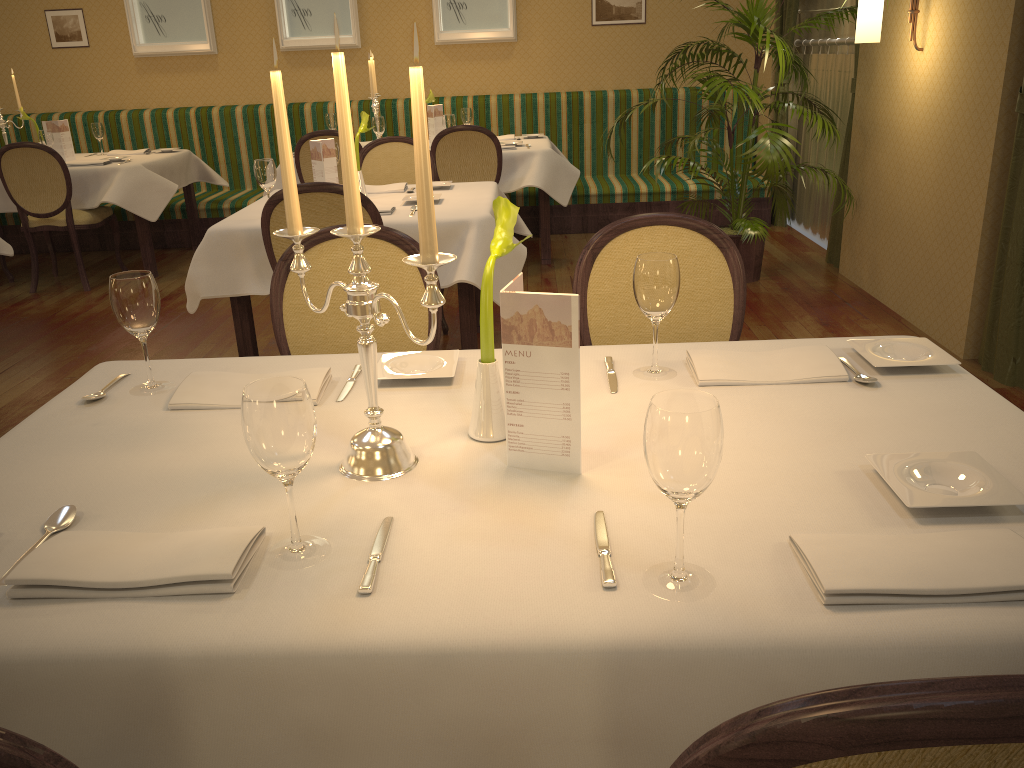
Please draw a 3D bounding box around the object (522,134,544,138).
[{"bbox_3d":[0.152,-1.805,6.469,0.160,0.024,0.160,-2,20,2],"label":"object"}]

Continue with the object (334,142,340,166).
[{"bbox_3d":[-0.845,-1.013,4.164,0.088,0.229,0.088,-19,26,-37],"label":"object"}]

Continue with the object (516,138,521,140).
[{"bbox_3d":[0.049,-1.782,6.430,0.038,0.015,0.181,-1,20,3],"label":"object"}]

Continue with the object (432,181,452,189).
[{"bbox_3d":[-0.367,-0.938,4.205,0.160,0.024,0.160,-2,20,2],"label":"object"}]

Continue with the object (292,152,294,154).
[{"bbox_3d":[-1.381,-1.525,5.889,0.160,0.024,0.160,-2,20,2],"label":"object"}]

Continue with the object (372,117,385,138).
[{"bbox_3d":[-0.875,-1.644,5.856,0.088,0.229,0.088,-19,26,-37],"label":"object"}]

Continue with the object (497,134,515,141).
[{"bbox_3d":[-0.117,-1.789,6.446,0.273,0.033,0.142,-2,20,2],"label":"object"}]

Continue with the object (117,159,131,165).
[{"bbox_3d":[-2.592,-1.482,5.920,0.038,0.015,0.181,-1,20,3],"label":"object"}]

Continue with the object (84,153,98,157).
[{"bbox_3d":[-3.103,-1.687,6.532,0.017,0.010,0.185,-1,20,3],"label":"object"}]

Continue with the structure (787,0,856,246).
[{"bbox_3d":[2.108,-3.128,5.535,0.123,4.511,1.942,-2,20,2],"label":"structure"}]

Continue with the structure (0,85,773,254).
[{"bbox_3d":[-5.252,-1.615,7.294,14.516,1.031,0.850,-2,20,2],"label":"structure"}]

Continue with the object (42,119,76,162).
[{"bbox_3d":[-3.131,-1.683,6.148,0.166,0.277,0.081,-17,25,-34],"label":"object"}]

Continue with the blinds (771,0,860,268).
[{"bbox_3d":[1.993,-3.136,5.532,0.225,4.537,1.934,-2,20,1],"label":"blinds"}]

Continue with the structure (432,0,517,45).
[{"bbox_3d":[-0.351,-4.175,6.708,0.670,2.985,0.200,-2,20,2],"label":"structure"}]

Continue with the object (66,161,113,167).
[{"bbox_3d":[-2.811,-1.459,5.874,0.273,0.024,0.142,-2,20,2],"label":"object"}]

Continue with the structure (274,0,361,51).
[{"bbox_3d":[-1.619,-4.135,6.741,0.661,2.985,0.200,-2,20,2],"label":"structure"}]

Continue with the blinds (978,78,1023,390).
[{"bbox_3d":[1.934,-1.906,2.247,0.129,4.537,1.878,-2,20,2],"label":"blinds"}]

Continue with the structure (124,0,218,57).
[{"bbox_3d":[-2.814,-4.097,6.773,0.687,2.985,0.200,-2,20,2],"label":"structure"}]

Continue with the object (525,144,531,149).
[{"bbox_3d":[0.105,-1.567,5.848,0.038,0.015,0.181,-1,20,3],"label":"object"}]

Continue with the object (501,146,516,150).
[{"bbox_3d":[-0.114,-1.544,5.803,0.273,0.024,0.142,-2,20,2],"label":"object"}]

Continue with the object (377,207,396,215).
[{"bbox_3d":[-0.619,-0.705,3.614,0.273,0.024,0.142,-2,20,2],"label":"object"}]

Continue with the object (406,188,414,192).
[{"bbox_3d":[-0.470,-0.915,4.166,0.038,0.015,0.181,-1,20,3],"label":"object"}]

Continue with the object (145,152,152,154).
[{"bbox_3d":[-2.648,-1.697,6.502,0.038,0.015,0.181,-1,20,3],"label":"object"}]

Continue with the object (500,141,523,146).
[{"bbox_3d":[-0.006,-1.615,5.976,0.160,0.024,0.160,-2,20,2],"label":"object"}]

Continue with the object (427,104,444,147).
[{"bbox_3d":[-0.536,-1.770,6.091,0.081,0.277,0.166,4,21,17],"label":"object"}]

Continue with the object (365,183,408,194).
[{"bbox_3d":[-0.636,-0.921,4.183,0.273,0.033,0.142,-2,20,2],"label":"object"}]

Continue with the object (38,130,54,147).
[{"bbox_3d":[-3.096,-1.577,5.924,0.088,0.229,0.088,-19,26,-37],"label":"object"}]

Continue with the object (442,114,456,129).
[{"bbox_3d":[-0.405,-1.635,5.779,0.088,0.229,0.088,-19,26,-37],"label":"object"}]

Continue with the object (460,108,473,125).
[{"bbox_3d":[-0.326,-1.880,6.427,0.088,0.229,0.088,-19,26,-37],"label":"object"}]

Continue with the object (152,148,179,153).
[{"bbox_3d":[-2.545,-1.720,6.540,0.160,0.024,0.160,-2,20,2],"label":"object"}]

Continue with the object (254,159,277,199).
[{"bbox_3d":[-0.984,-0.786,3.572,0.088,0.229,0.088,-19,26,-37],"label":"object"}]

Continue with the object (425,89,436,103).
[{"bbox_3d":[-0.609,-1.857,6.187,0.163,0.375,0.076,-6,21,-11],"label":"object"}]

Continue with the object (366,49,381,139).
[{"bbox_3d":[-0.945,-1.959,6.109,0.131,0.655,0.390,0,21,7],"label":"object"}]

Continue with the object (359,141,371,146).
[{"bbox_3d":[-1.087,-1.745,6.438,0.273,0.033,0.142,-2,20,2],"label":"object"}]

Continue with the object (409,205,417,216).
[{"bbox_3d":[-0.400,-0.700,3.584,0.038,0.015,0.181,-1,20,3],"label":"object"}]

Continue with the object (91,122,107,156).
[{"bbox_3d":[-3.023,-1.795,6.499,0.088,0.229,0.088,16,27,40],"label":"object"}]

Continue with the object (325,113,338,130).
[{"bbox_3d":[-1.306,-1.851,6.458,0.088,0.229,0.088,-19,26,-37],"label":"object"}]

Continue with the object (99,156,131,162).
[{"bbox_3d":[-2.703,-1.530,6.048,0.160,0.024,0.160,-2,20,2],"label":"object"}]

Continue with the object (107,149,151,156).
[{"bbox_3d":[-2.814,-1.704,6.518,0.273,0.033,0.142,-2,20,2],"label":"object"}]

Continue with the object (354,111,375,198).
[{"bbox_3d":[-0.664,-1.008,3.922,0.076,0.375,0.163,6,22,22],"label":"object"}]

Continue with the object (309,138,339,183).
[{"bbox_3d":[-0.810,-0.898,3.788,0.081,0.277,0.166,0,21,8],"label":"object"}]

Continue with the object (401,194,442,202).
[{"bbox_3d":[-0.387,-0.794,3.822,0.160,0.024,0.160,-2,20,2],"label":"object"}]
